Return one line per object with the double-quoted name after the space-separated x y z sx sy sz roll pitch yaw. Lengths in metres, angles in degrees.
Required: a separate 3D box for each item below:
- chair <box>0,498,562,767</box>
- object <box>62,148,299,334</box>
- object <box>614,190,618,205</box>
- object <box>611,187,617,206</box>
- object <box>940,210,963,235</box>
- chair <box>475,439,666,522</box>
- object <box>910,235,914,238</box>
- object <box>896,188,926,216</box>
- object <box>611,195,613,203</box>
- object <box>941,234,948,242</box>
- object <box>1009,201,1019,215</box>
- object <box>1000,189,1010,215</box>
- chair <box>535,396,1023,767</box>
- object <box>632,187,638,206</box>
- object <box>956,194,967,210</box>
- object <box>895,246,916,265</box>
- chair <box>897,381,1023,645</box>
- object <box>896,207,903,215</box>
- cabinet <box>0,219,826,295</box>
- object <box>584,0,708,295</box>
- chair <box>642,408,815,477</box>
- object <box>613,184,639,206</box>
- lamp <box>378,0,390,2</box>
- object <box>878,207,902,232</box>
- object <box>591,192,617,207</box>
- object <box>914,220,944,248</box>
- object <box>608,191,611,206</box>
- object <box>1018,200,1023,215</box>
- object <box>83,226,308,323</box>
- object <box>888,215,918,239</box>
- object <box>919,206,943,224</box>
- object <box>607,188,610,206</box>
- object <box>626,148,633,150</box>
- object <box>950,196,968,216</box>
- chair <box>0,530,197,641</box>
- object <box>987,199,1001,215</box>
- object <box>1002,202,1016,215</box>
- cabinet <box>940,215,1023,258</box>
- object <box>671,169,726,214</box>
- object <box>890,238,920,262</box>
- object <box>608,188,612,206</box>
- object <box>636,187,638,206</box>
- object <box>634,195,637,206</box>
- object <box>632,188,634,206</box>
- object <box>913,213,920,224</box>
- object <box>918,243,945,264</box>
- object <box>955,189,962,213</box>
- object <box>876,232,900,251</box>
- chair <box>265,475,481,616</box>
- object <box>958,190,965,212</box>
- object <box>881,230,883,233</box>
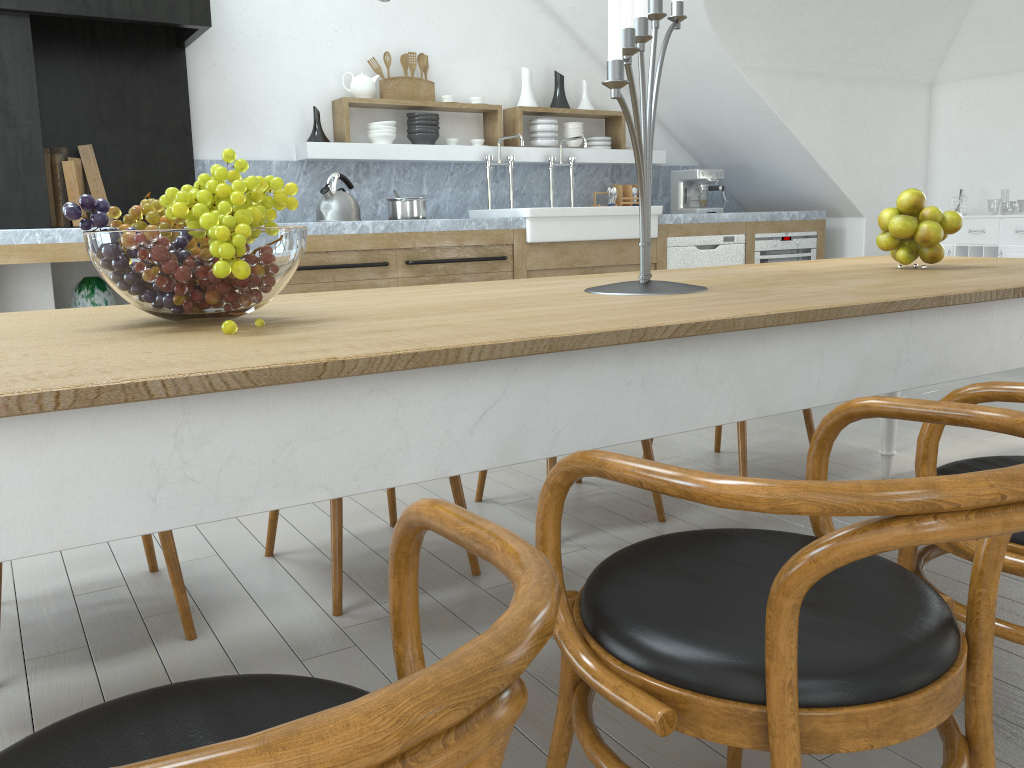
-0.247 0.476 0.711 0.528 0.731 0.623 -6 11 -27 "chair"
-0.531 -0.243 1.482 0.394 0.283 0.293 3 11 23 "object"
0.738 -1.304 6.369 0.044 0.178 0.020 7 12 43 "object"
0.731 -1.313 6.355 0.040 0.191 0.042 -1 9 5 "object"
1.163 -0.429 2.355 0.063 0.063 0.062 2 10 21 "object"
0.150 0.053 2.923 0.528 0.731 0.623 -6 11 -28 "chair"
1.118 -0.422 2.460 0.053 0.053 0.051 -9 13 -39 "object"
1.072 -0.488 2.380 0.072 0.074 0.072 -7 11 -31 "object"
0.721 -1.313 6.371 0.018 0.195 0.023 -8 11 -36 "object"
1.148 -0.416 2.413 0.076 0.076 0.077 3 11 25 "object"
3.310 -1.154 5.808 0.094 0.093 0.095 -11 13 -43 "object"
3.236 -1.193 5.823 0.048 0.168 0.048 -10 12 -43 "object"
0.353 0.386 1.117 0.528 0.731 0.623 -7 11 -31 "chair"
0.897 -1.341 6.480 0.040 0.191 0.042 2 10 19 "object"
3.163 -1.273 6.256 0.029 0.136 0.097 -6 11 -27 "object"
1.055 -0.344 2.376 0.051 0.050 0.050 -6 11 -27 "object"
0.982 0.304 1.475 0.528 0.731 0.623 -8 12 -35 "chair"
1.093 -0.472 2.462 0.062 0.059 0.062 -7 11 -30 "object"
-0.686 -0.392 5.274 6.438 1.017 1.007 -8 12 -31 "cabinet"
0.319 -0.644 1.922 0.266 0.871 0.778 4 11 32 "object"
0.773 -0.029 3.284 0.528 0.731 0.623 -8 12 -34 "chair"
0.847 -1.350 6.494 0.200 0.222 0.104 -7 11 -31 "object"
-0.665 -2.080 4.614 0.112 0.175 0.169 -9 12 -38 "lamp"
1.029 -0.444 2.408 0.066 0.071 0.073 4 11 28 "object"
0.664 -1.297 6.375 0.173 0.170 0.100 -7 11 -29 "object"
1.092 -0.393 2.324 0.071 0.072 0.071 3 11 23 "object"
0.703 -1.300 6.354 0.019 0.178 0.044 3 10 24 "object"
3.298 -1.139 5.718 0.071 0.098 0.071 -3 10 -8 "object"
-0.530 -0.187 1.521 0.360 0.159 0.361 7 13 38 "object"
1.032 -0.414 2.339 0.072 0.063 0.071 -9 12 -37 "object"
1.107 -0.443 2.345 0.053 0.057 0.058 -4 10 -16 "object"
0.698 -1.312 6.371 0.022 0.195 0.019 -10 12 -42 "object"
0.918 -1.718 6.526 0.214 0.025 0.214 -11 14 -43 "object"
3.156 -1.252 6.257 0.067 0.137 0.101 -7 11 -31 "object"
-1.091 0.222 2.180 0.528 0.731 0.623 -7 11 -31 "chair"
3.157 -1.157 5.812 0.082 0.105 0.082 -4 10 -18 "object"
3.229 -1.140 5.765 0.077 0.085 0.077 -10 13 -43 "object"
3.214 -0.739 5.977 0.497 0.785 1.138 -7 12 -31 "cabinet"
1.403 -1.398 6.454 0.325 0.319 0.388 -7 12 -31 "object"
1.082 -0.371 2.435 0.080 0.073 0.079 1 10 14 "object"
0.706 -1.320 6.396 0.040 0.191 0.042 0 9 6 "object"
0.911 -1.342 6.504 0.022 0.195 0.019 -7 10 -30 "object"
0.904 -1.340 6.495 0.018 0.195 0.020 -3 9 -9 "object"
0.888 -1.343 6.509 0.018 0.195 0.023 -5 10 -23 "object"
1.102 -0.447 2.414 0.053 0.050 0.053 4 11 29 "object"
1.125 -0.354 2.377 0.064 0.063 0.064 -5 10 -20 "object"
3.154 -1.289 6.262 0.054 0.174 0.039 -7 11 -31 "object"
1.016 -0.387 2.396 0.059 0.055 0.060 -9 12 -36 "object"
-0.440 0.147 2.500 0.528 0.731 0.623 -8 12 -34 "chair"
3.158 -1.281 6.228 0.024 0.163 0.039 -4 10 -18 "object"
1.060 -0.426 2.462 0.062 0.059 0.062 -6 11 -27 "object"
